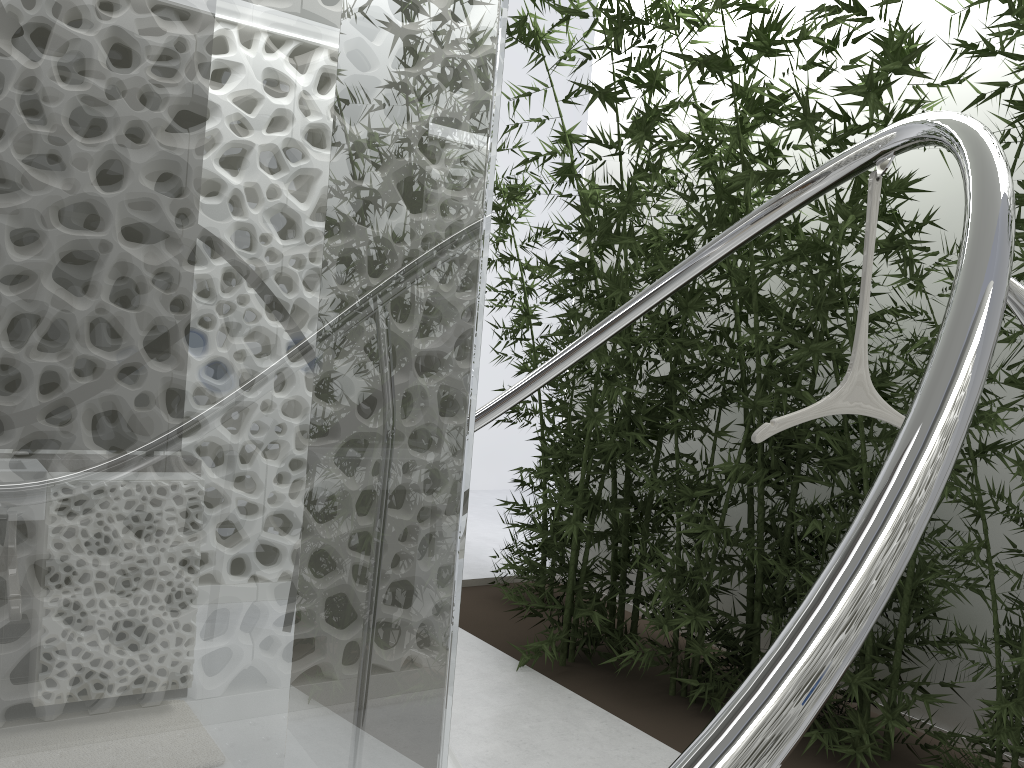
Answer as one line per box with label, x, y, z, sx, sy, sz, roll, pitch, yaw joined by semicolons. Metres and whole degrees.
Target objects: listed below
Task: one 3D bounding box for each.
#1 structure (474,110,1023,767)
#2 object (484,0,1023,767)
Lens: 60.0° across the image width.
structure;-2.189;0.177;1.932;5.250;2.080;5.433;4;2;-39
object;1.028;-0.524;3.602;4.097;4.038;4.664;5;1;15
